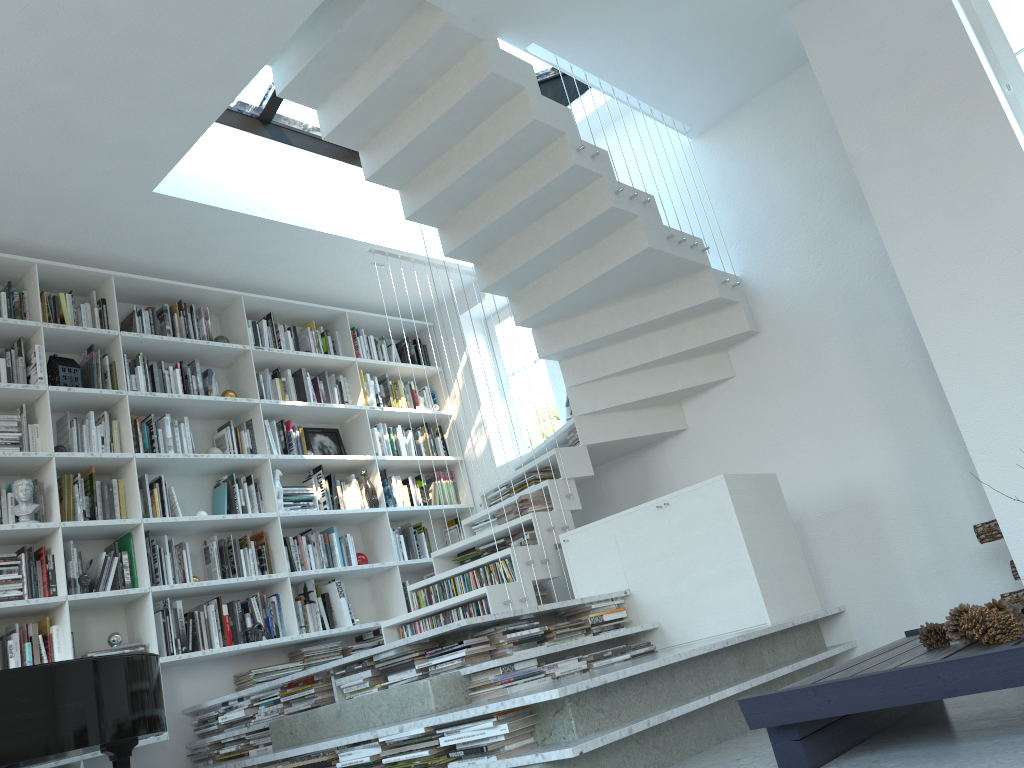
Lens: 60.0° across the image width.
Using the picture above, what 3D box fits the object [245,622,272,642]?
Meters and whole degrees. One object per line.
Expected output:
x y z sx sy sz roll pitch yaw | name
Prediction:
-1.431 1.402 5.007 0.065 0.113 0.161 -23 -19 26 | object

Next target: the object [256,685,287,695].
-1.155 1.526 4.449 0.258 0.005 0.144 -28 -22 37 | object

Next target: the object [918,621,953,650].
1.188 0.702 2.476 0.098 0.084 0.078 -28 -22 38 | object

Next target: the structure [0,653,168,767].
-1.954 1.417 2.820 1.338 0.830 1.919 -28 -22 37 | structure

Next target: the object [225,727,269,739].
-1.364 1.797 4.567 0.215 0.007 0.130 -26 -21 34 | object

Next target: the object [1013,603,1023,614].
1.601 0.593 2.459 0.429 0.038 0.431 -11 -18 -10 | object

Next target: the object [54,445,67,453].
-2.377 0.357 4.658 0.071 0.072 0.072 -14 -17 -2 | object

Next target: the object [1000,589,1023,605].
2.293 0.869 3.703 0.443 0.094 0.096 -27 -21 34 | object

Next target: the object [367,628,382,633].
-0.840 1.601 5.795 0.210 0.015 0.130 -28 -22 36 | object

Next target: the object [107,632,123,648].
-2.016 1.299 4.503 0.071 0.072 0.072 -14 -17 -2 | object

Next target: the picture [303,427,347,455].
-1.287 0.439 6.133 0.078 0.299 0.300 -28 -22 37 | picture

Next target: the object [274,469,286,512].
-1.440 0.665 5.456 0.087 0.287 0.075 -10 -18 -15 | object

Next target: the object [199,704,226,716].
-1.571 1.756 4.810 0.131 0.024 0.291 4 -25 -46 | object

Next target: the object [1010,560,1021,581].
2.346 0.746 3.778 0.394 0.092 0.129 -26 -21 33 | object

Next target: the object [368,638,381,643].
-0.832 1.658 5.770 0.296 0.004 0.144 -27 -22 35 | object

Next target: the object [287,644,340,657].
-1.211 1.626 5.420 0.160 0.005 0.285 -28 -22 37 | object

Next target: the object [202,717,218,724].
-1.561 1.803 4.792 0.135 0.011 0.222 3 -25 -44 | object

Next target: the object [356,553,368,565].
-1.011 1.176 5.866 0.115 0.116 0.115 -20 -18 16 | object

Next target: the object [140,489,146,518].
-2.089 0.707 4.948 0.140 0.207 0.013 -28 -22 37 | object

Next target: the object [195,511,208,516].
-1.804 0.773 5.153 0.071 0.072 0.072 -14 -17 -2 | object

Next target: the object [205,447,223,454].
-1.818 0.444 5.413 0.111 0.112 0.112 -20 -18 16 | object

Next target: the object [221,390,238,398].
-1.771 0.087 5.552 0.100 0.101 0.101 -20 -18 16 | object

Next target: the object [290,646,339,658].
-1.208 1.636 5.416 0.161 0.005 0.254 -28 -22 37 | object

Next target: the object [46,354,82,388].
-2.457 -0.043 4.858 0.136 0.247 0.135 -24 -19 28 | object

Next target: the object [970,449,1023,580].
1.610 0.337 2.485 0.308 0.520 0.437 -8 -18 -19 | object

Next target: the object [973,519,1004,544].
2.224 0.587 3.795 0.443 0.094 0.096 -27 -21 34 | object

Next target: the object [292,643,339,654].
-1.210 1.620 5.420 0.161 0.005 0.254 -29 -22 38 | object

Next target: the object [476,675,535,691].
-0.029 1.170 3.467 0.204 0.004 0.140 4 -25 -45 | object

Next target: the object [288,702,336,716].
-0.927 1.541 4.228 0.267 0.010 0.145 -26 -21 34 | object

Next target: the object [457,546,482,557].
-0.215 0.996 5.295 0.161 0.025 0.175 3 -25 -44 | object

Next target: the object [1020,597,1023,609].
1.378 0.587 2.294 0.083 0.099 0.092 2 -24 -43 | object

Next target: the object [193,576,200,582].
-1.799 1.121 5.003 0.071 0.072 0.072 -14 -17 -2 | object

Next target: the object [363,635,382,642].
-0.837 1.642 5.773 0.141 0.005 0.260 3 -25 -44 | object

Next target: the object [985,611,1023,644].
1.208 0.600 2.179 0.082 0.084 0.083 -2 -21 -34 | object

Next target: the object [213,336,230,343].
-1.854 -0.256 5.655 0.104 0.105 0.104 -14 -17 -2 | object

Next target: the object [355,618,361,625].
-1.005 1.536 5.691 0.071 0.072 0.072 -14 -17 -2 | object

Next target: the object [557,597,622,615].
0.364 1.039 4.180 0.177 0.030 0.284 -28 -22 37 | object

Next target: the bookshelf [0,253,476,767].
-2.478 0.815 4.328 0.331 3.131 6.300 -28 -22 37 | bookshelf

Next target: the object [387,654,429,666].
-0.422 1.181 3.808 0.204 0.006 0.142 -27 -22 35 | object

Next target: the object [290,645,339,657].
-1.209 1.631 5.418 0.161 0.005 0.254 -28 -22 37 | object

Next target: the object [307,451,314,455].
-1.355 0.487 5.880 0.091 0.092 0.092 -14 -17 -2 | object

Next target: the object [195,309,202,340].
-2.023 -0.317 5.658 0.130 0.297 0.006 -28 -22 37 | object

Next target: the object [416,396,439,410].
-0.656 0.164 6.729 0.203 0.136 0.095 -3 -21 -33 | object

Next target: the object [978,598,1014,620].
1.254 0.614 2.306 0.094 0.108 0.108 -16 -17 7 | object

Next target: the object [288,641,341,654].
-1.205 1.612 5.416 0.285 0.005 0.160 3 -24 -43 | object

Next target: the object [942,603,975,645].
1.185 0.632 2.336 0.090 0.105 0.098 -5 -20 -28 | object

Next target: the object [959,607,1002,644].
1.203 0.616 2.254 0.114 0.101 0.110 -21 -18 21 | object

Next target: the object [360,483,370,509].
-1.049 0.808 6.083 0.179 0.211 0.022 -28 -22 37 | object

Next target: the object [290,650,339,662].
-1.203 1.661 5.406 0.161 0.005 0.254 -28 -22 37 | object

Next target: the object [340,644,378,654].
-0.953 1.693 5.681 0.208 0.008 0.328 -28 -22 37 | object

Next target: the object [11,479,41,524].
-2.422 0.596 4.401 0.138 0.243 0.138 -16 -17 5 | object

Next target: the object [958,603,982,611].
1.266 0.647 2.419 0.099 0.102 0.097 -17 -17 9 | object

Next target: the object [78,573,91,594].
-2.139 1.003 4.442 0.079 0.113 0.054 -27 -21 36 | object

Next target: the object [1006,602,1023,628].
1.315 0.629 2.373 0.106 0.086 0.092 -2 -21 -35 | object

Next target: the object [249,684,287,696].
-1.166 1.519 4.440 0.286 0.007 0.159 -27 -21 34 | object

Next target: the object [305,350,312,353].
-1.410 -0.196 6.134 0.071 0.072 0.072 -14 -17 -2 | object

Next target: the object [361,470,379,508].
-0.962 0.723 6.008 0.087 0.287 0.075 -10 -18 -15 | object
